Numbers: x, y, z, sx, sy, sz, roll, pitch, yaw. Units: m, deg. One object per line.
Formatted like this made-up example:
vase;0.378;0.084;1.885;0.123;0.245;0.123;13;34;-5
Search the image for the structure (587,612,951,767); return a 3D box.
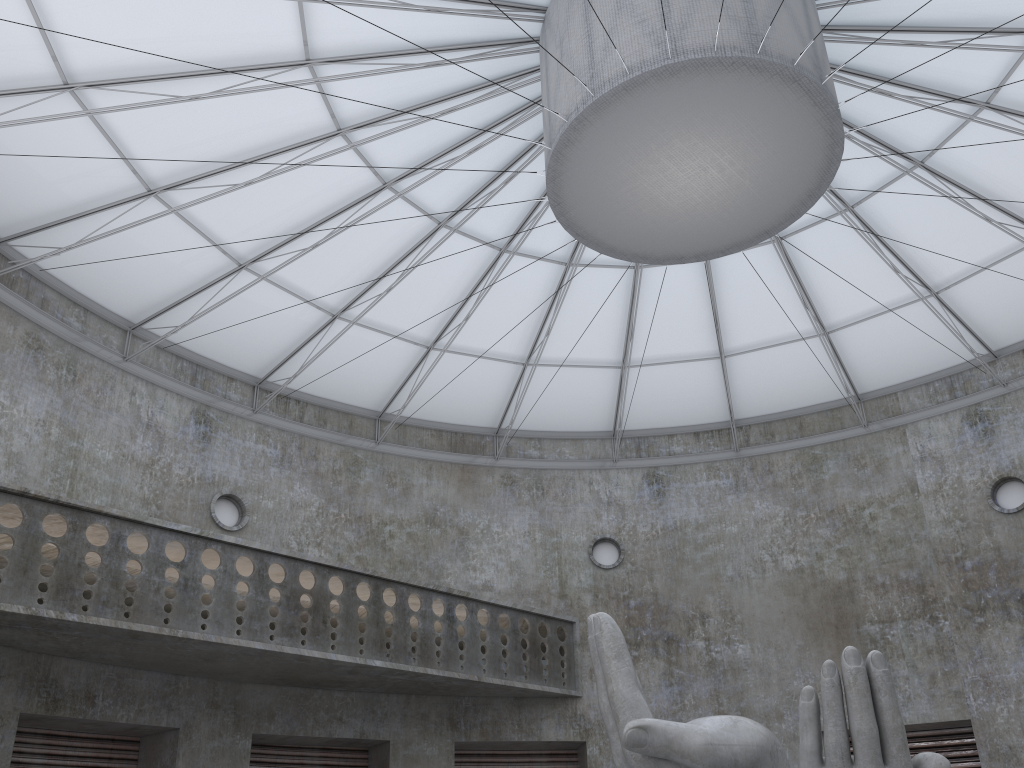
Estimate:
structure;5.997;5.613;13.763;10.715;5.589;15.978;-2;-28;2
